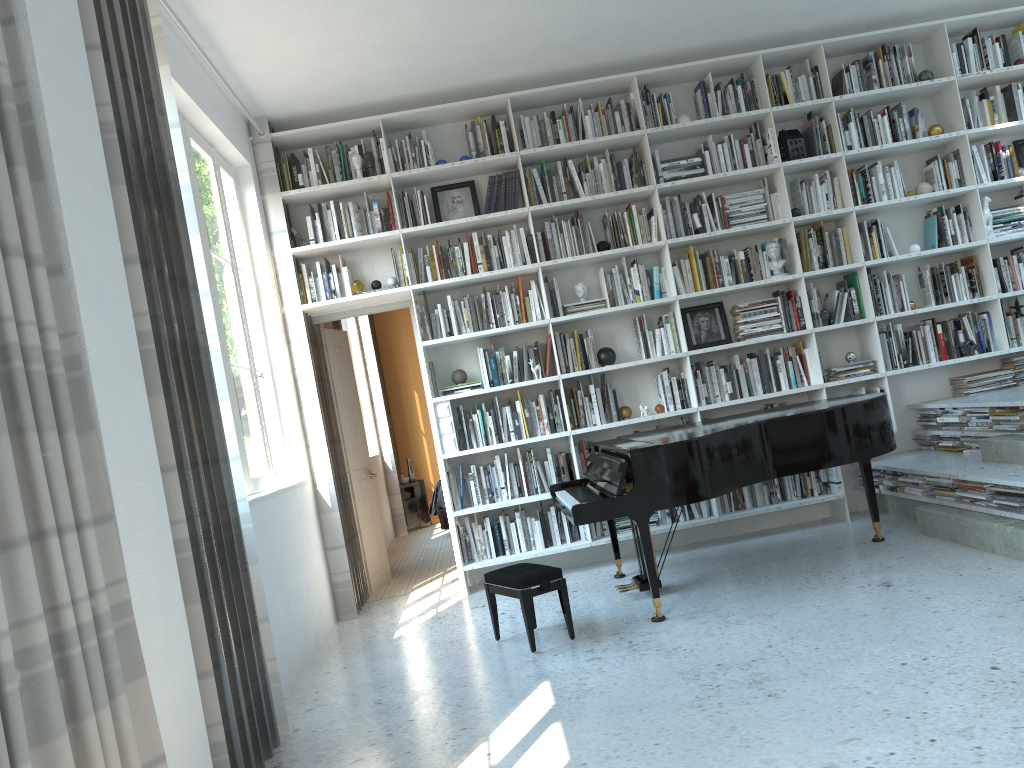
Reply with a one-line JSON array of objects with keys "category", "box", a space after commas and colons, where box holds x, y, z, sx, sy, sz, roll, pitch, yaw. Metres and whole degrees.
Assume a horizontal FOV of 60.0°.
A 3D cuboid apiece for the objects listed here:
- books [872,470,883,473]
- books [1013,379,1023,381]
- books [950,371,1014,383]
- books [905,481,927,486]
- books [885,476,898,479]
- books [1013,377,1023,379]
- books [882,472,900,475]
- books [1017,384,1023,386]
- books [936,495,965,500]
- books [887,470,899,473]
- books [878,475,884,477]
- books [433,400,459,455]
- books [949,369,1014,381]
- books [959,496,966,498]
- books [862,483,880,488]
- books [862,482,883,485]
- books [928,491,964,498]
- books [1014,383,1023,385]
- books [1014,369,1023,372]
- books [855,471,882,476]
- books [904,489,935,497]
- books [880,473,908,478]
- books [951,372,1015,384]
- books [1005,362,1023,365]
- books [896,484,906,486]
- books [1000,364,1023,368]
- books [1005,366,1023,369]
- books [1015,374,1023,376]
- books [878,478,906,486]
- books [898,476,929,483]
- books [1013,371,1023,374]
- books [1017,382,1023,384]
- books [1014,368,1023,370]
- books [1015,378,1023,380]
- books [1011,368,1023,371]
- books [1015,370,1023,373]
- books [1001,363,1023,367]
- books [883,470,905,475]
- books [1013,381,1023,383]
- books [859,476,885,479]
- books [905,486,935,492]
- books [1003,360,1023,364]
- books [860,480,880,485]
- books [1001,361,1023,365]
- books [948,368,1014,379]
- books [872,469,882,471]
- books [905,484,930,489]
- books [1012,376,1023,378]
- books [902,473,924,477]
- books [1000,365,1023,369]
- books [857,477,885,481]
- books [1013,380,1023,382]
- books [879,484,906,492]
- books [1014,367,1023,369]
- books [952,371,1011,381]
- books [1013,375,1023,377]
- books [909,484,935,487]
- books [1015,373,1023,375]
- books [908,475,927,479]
[{"category": "books", "box": [2.446, 0.557, 5.851, 0.133, 0.017, 0.231, -10, -2, -2]}, {"category": "books", "box": [3.522, -0.045, 6.027, 0.285, 0.007, 0.159, -10, -2, -6]}, {"category": "books", "box": [3.185, -0.047, 6.020, 0.345, 0.007, 0.193, -10, -2, 0]}, {"category": "books", "box": [2.451, 0.572, 5.249, 0.171, 0.020, 0.193, -11, -2, 1]}, {"category": "books", "box": [2.457, 0.572, 5.558, 0.143, 0.019, 0.230, -10, -2, -2]}, {"category": "books", "box": [3.522, -0.059, 6.028, 0.254, 0.007, 0.161, -10, -2, -6]}, {"category": "books", "box": [2.451, 0.552, 5.558, 0.126, 0.005, 0.290, -10, -2, -8]}, {"category": "books", "box": [3.528, -0.011, 6.029, 0.254, 0.007, 0.161, -11, -2, 1]}, {"category": "books", "box": [2.483, 0.620, 4.937, 0.157, 0.014, 0.180, -10, -2, -6]}, {"category": "books", "box": [2.447, 0.527, 5.558, 0.137, 0.018, 0.200, -11, -2, 1]}, {"category": "books", "box": [2.447, 0.585, 5.851, 0.136, 0.013, 0.258, -10, -2, -5]}, {"category": "books", "box": [-0.429, 0.283, 5.827, 0.106, 0.340, 0.307, -10, -1, -3]}, {"category": "books", "box": [3.182, -0.062, 6.020, 0.345, 0.007, 0.193, -10, -2, -4]}, {"category": "books", "box": [2.489, 0.608, 4.938, 0.140, 0.008, 0.283, -10, -2, -5]}, {"category": "books", "box": [2.447, 0.655, 5.849, 0.171, 0.016, 0.241, -10, -2, -3]}, {"category": "books", "box": [2.443, 0.644, 5.849, 0.155, 0.009, 0.233, -10, -2, -8]}, {"category": "books", "box": [2.475, 0.600, 4.937, 0.159, 0.012, 0.292, -10, -2, -6]}, {"category": "books", "box": [3.527, -0.018, 6.036, 0.285, 0.007, 0.159, -10, -2, -2]}, {"category": "books", "box": [3.512, -0.106, 6.036, 0.285, 0.007, 0.159, -10, -2, -1]}, {"category": "books", "box": [2.414, 0.578, 5.850, 0.191, 0.013, 0.243, -10, -2, -7]}, {"category": "books", "box": [2.459, 0.628, 5.248, 0.177, 0.026, 0.230, -11, -2, 0]}, {"category": "books", "box": [2.443, 0.561, 5.557, 0.160, 0.009, 0.291, -10, -2, -1]}, {"category": "books", "box": [3.187, -0.040, 6.011, 0.345, 0.007, 0.193, -10, -2, -7]}, {"category": "books", "box": [3.503, -0.157, 6.030, 0.254, 0.006, 0.161, -11, -2, 2]}, {"category": "books", "box": [2.456, 0.616, 5.556, 0.147, 0.012, 0.206, -10, -2, -8]}, {"category": "books", "box": [3.503, -0.140, 6.036, 0.285, 0.005, 0.159, -10, -2, -3]}, {"category": "books", "box": [3.505, -0.129, 6.036, 0.254, 0.006, 0.161, -10, -2, -3]}, {"category": "books", "box": [3.517, -0.080, 6.028, 0.285, 0.007, 0.159, -10, -2, -6]}, {"category": "books", "box": [2.433, 0.600, 5.556, 0.191, 0.028, 0.212, -11, -2, 1]}, {"category": "books", "box": [2.445, 0.555, 5.249, 0.180, 0.015, 0.294, -10, -2, -5]}, {"category": "books", "box": [3.515, -0.093, 6.026, 0.285, 0.007, 0.159, -10, -2, -7]}, {"category": "books", "box": [3.526, -0.025, 6.027, 0.254, 0.007, 0.161, -11, -2, 2]}, {"category": "books", "box": [3.507, -0.119, 6.038, 0.254, 0.006, 0.161, -10, -2, -2]}, {"category": "books", "box": [3.523, -0.052, 6.025, 0.285, 0.007, 0.159, -11, -2, 3]}, {"category": "books", "box": [3.511, -0.113, 6.038, 0.285, 0.007, 0.159, -10, -2, -2]}, {"category": "books", "box": [3.513, -0.099, 6.035, 0.254, 0.007, 0.161, -10, -2, -1]}, {"category": "books", "box": [3.501, -0.151, 6.029, 0.285, 0.005, 0.159, -10, -2, -6]}, {"category": "books", "box": [2.455, 0.542, 5.558, 0.135, 0.014, 0.297, -10, -2, -2]}, {"category": "books", "box": [3.524, -0.031, 6.036, 0.254, 0.007, 0.161, -10, -2, -2]}, {"category": "books", "box": [2.426, 0.600, 5.849, 0.187, 0.009, 0.211, -10, -2, -4]}, {"category": "books", "box": [2.462, 0.607, 5.249, 0.172, 0.014, 0.221, -10, -2, -2]}, {"category": "books", "box": [3.501, -0.167, 6.028, 0.254, 0.006, 0.161, -10, -2, -7]}, {"category": "books", "box": [2.432, 0.635, 5.849, 0.179, 0.012, 0.261, -11, -2, 0]}, {"category": "books", "box": [3.502, -0.162, 6.032, 0.285, 0.005, 0.159, -10, -2, -5]}, {"category": "books", "box": [3.181, -0.069, 6.020, 0.345, 0.007, 0.193, -10, -2, 0]}, {"category": "books", "box": [2.429, 0.544, 5.851, 0.158, 0.014, 0.234, -10, -2, -5]}, {"category": "books", "box": [2.473, 0.594, 5.249, 0.149, 0.007, 0.300, -10, -2, -3]}, {"category": "books", "box": [3.520, -0.066, 6.032, 0.285, 0.007, 0.159, -10, -2, 0]}, {"category": "books", "box": [2.450, 0.525, 5.250, 0.159, 0.006, 0.285, -10, -2, -1]}, {"category": "books", "box": [3.504, -0.135, 6.036, 0.285, 0.005, 0.159, -10, -2, -1]}, {"category": "books", "box": [2.426, 0.611, 5.849, 0.177, 0.012, 0.278, -10, -2, -7]}, {"category": "books", "box": [3.523, -0.038, 6.034, 0.254, 0.007, 0.161, -10, -2, -1]}, {"category": "books", "box": [2.448, 0.639, 5.556, 0.189, 0.030, 0.237, -10, -2, -3]}, {"category": "books", "box": [3.506, -0.124, 6.033, 0.285, 0.005, 0.159, -10, -2, -4]}, {"category": "books", "box": [3.184, -0.054, 6.020, 0.308, 0.008, 0.195, -10, -2, 0]}, {"category": "books", "box": [3.518, -0.073, 6.028, 0.254, 0.007, 0.161, -10, -2, -6]}, {"category": "books", "box": [2.470, 0.585, 5.249, 0.147, 0.012, 0.206, -10, -2, -2]}, {"category": "books", "box": [3.516, -0.086, 6.035, 0.254, 0.007, 0.161, -10, -2, -1]}, {"category": "books", "box": [2.465, 0.535, 5.251, 0.130, 0.018, 0.255, -11, -2, 0]}]
